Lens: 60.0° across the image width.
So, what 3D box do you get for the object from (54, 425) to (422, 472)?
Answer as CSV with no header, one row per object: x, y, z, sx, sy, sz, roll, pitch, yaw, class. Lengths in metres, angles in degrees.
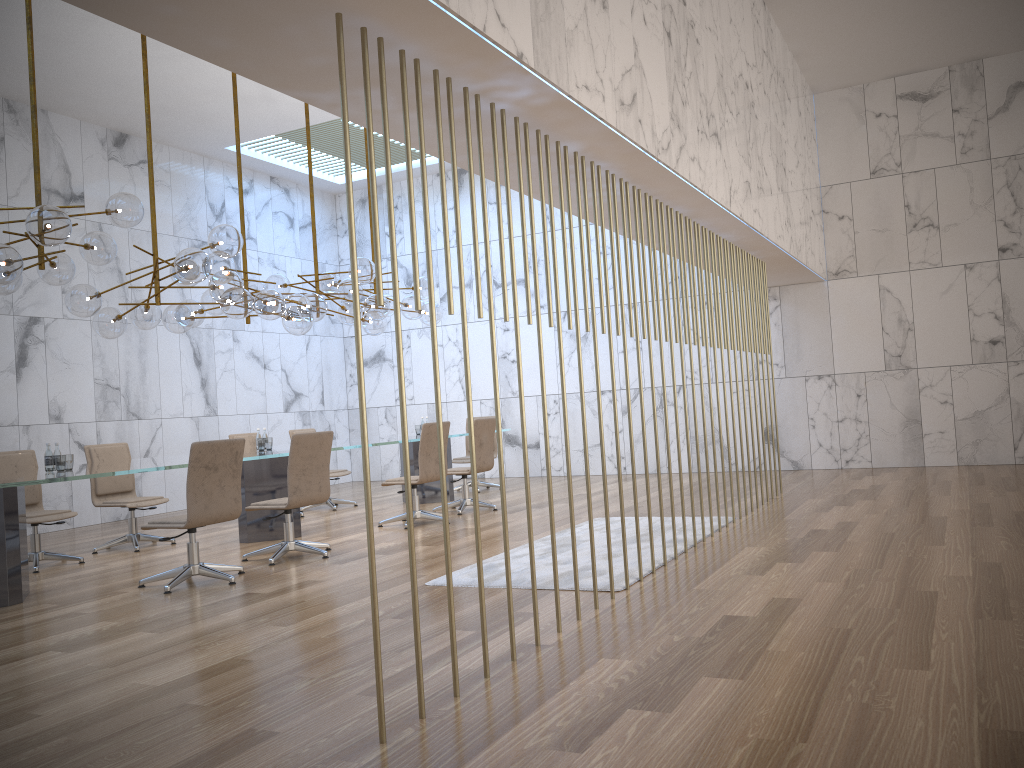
-2.213,0.573,8.775,0.183,0.117,5.112,-5,-2,27,object

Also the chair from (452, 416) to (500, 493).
-0.515,0.955,12.118,0.726,1.000,0.697,-5,-2,27,chair

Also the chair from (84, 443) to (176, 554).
-3.643,1.057,8.429,0.697,1.000,0.726,-5,-2,27,chair

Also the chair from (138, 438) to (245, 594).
-2.243,0.905,6.264,0.697,1.000,0.726,-5,-2,27,chair

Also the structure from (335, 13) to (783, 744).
1.128,-0.050,6.182,0.023,2.456,7.223,-5,-2,27,structure

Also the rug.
0.700,1.209,6.669,1.320,0.034,3.025,-5,-2,26,rug

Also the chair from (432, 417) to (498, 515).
-0.497,0.886,9.687,0.697,1.000,0.726,-5,-2,27,chair

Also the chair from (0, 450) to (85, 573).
-4.092,1.062,7.549,0.697,1.000,0.726,-5,-2,27,chair

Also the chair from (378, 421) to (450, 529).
-0.948,0.891,8.803,0.697,1.000,0.726,-5,-2,27,chair

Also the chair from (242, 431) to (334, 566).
-1.789,0.900,7.154,0.697,1.000,0.726,-5,-2,27,chair

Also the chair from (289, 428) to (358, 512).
-2.350,1.043,10.965,0.697,1.000,0.726,-5,-2,27,chair

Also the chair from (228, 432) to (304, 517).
-2.805,1.048,10.074,0.697,1.000,0.726,-5,-2,27,chair

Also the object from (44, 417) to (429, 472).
-2.253,0.528,8.810,0.124,0.213,5.189,-5,-2,27,object

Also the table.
-2.352,1.052,8.502,2.092,0.835,7.924,-5,-2,27,table

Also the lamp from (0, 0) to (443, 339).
-2.592,-1.753,8.475,1.557,2.716,5.672,-5,-2,27,lamp
